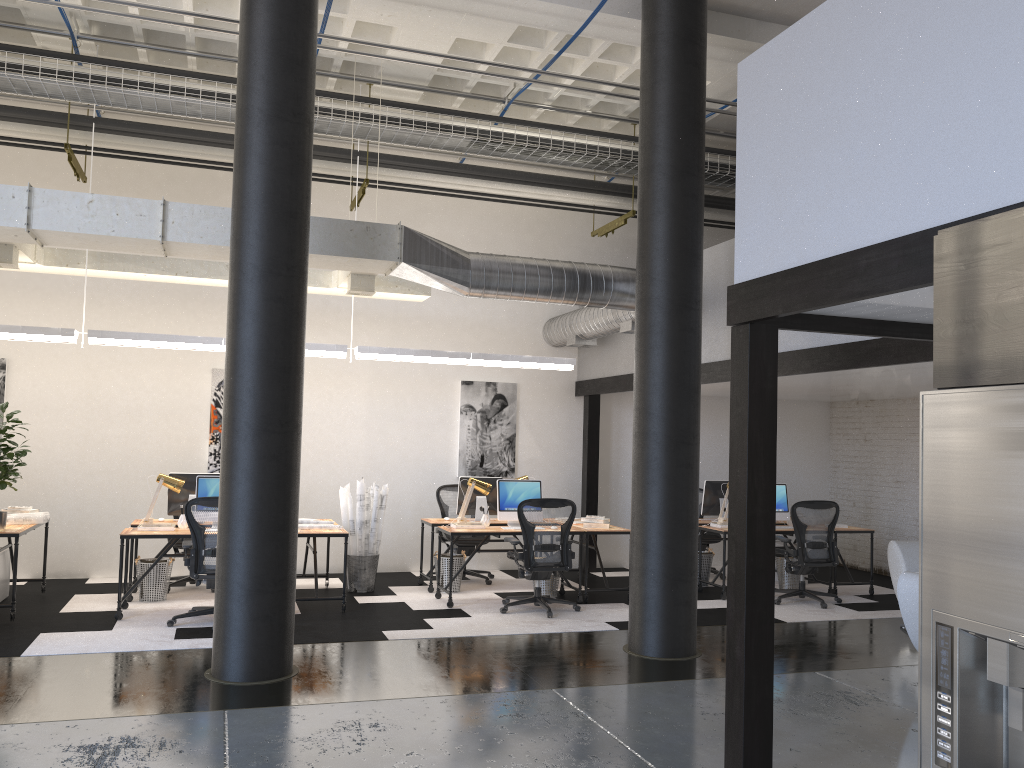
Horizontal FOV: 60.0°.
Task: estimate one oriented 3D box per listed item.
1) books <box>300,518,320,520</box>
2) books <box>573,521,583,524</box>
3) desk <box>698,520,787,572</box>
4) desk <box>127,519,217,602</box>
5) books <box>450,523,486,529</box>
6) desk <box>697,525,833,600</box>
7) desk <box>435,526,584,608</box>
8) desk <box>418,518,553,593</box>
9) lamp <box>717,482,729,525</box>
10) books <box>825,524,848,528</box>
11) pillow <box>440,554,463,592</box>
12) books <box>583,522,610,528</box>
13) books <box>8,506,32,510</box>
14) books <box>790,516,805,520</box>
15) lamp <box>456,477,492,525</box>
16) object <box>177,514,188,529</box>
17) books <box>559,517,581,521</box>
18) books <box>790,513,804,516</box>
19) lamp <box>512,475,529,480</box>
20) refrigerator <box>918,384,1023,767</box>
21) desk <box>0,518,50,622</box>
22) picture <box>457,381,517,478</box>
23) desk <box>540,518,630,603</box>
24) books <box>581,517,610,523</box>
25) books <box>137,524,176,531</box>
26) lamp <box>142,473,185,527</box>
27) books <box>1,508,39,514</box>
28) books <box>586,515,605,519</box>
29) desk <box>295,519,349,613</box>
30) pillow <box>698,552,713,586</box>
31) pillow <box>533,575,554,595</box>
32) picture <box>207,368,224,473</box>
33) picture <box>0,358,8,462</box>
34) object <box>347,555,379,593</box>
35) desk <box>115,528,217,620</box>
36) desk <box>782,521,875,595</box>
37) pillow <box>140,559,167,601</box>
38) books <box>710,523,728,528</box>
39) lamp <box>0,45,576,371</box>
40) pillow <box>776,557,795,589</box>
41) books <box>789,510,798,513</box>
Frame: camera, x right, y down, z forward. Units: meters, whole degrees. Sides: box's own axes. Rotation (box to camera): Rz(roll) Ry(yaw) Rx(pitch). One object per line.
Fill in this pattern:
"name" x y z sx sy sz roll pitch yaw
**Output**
"books" -2.137 1.402 9.148 0.205 0.019 0.243 0 -4 19
"books" 0.708 1.515 9.701 0.243 0.019 0.205 5 -5 -41
"desk" 2.529 1.991 10.559 1.401 0.724 0.530 3 -3 -18
"desk" -3.017 1.723 8.760 1.401 0.724 0.530 3 -3 -18
"books" -0.442 1.420 8.880 0.309 0.038 0.226 3 -4 -18
"desk" 2.788 1.947 9.753 1.401 0.724 0.530 3 -3 -18
"desk" -0.021 1.815 8.898 1.401 0.724 0.530 3 -3 -18
"desk" -0.280 1.859 9.704 1.401 0.724 0.530 3 -3 -18
"lamp" 2.431 1.302 9.736 0.344 0.469 0.126 3 -3 -18
"books" 3.719 1.626 10.169 0.235 0.024 0.200 1 -4 15
"pillow" -0.640 1.982 9.286 0.239 0.406 0.120 3 -3 -18
"books" 0.891 1.481 9.330 0.271 0.050 0.200 1 -4 9
"books" -4.621 1.164 8.329 0.185 0.030 0.153 3 -4 -20
"books" 3.479 1.658 10.980 0.271 0.050 0.200 3 -4 -21
"lamp" -0.378 1.170 8.881 0.344 0.469 0.126 3 -3 -18
"object" -3.008 1.258 8.119 0.101 0.126 0.101 0 -3 27
"books" 0.640 1.532 10.042 0.200 0.024 0.235 5 -5 -45
"books" 3.459 1.611 10.999 0.257 0.044 0.193 2 -4 -1
"lamp" 0.112 1.241 9.781 0.344 0.469 0.128 3 -3 -18
"refrigerator" 1.462 0.896 1.902 0.821 1.771 0.853 3 -3 -18
"desk" -4.505 1.600 7.808 0.529 0.724 1.402 3 -4 -18
"picture" -0.304 0.565 11.001 0.731 1.182 0.049 3 -3 -18
"desk" 0.770 1.882 9.609 0.529 0.724 1.402 3 -4 -18
"books" 0.883 1.435 9.358 0.257 0.044 0.193 0 -4 29
"books" -3.178 1.284 7.935 0.309 0.038 0.226 3 -4 -18
"lamp" -3.115 1.034 7.937 0.344 0.469 0.128 3 -3 -18
"books" -4.626 1.197 8.342 0.257 0.044 0.193 2 -4 -1
"books" 0.879 1.403 9.345 0.185 0.030 0.153 1 -4 10
"desk" -1.967 1.746 8.665 0.529 0.724 1.402 3 -4 -18
"pillow" 2.169 2.114 10.142 0.239 0.406 0.120 3 -3 -18
"pillow" 0.330 2.010 9.300 0.239 0.406 0.120 3 -3 -18
"picture" -3.057 0.432 10.098 0.731 1.182 0.049 3 -3 -18
"picture" -5.700 0.303 9.231 0.731 1.182 0.049 3 -3 -18
"object" -1.567 1.970 9.243 0.353 0.398 0.353 0 -4 27
"desk" -2.758 1.679 7.954 1.401 0.724 0.530 3 -3 -18
"desk" 3.579 2.014 10.464 0.529 0.724 1.402 3 -4 -18
"pillow" -3.377 1.846 8.342 0.239 0.406 0.120 3 -3 -18
"books" 2.367 1.552 9.735 0.309 0.038 0.226 3 -4 -18
"lamp" -2.767 -1.700 8.656 7.303 2.862 0.226 3 -3 -18
"pillow" 3.139 2.142 10.155 0.239 0.406 0.120 3 -3 -18
"books" 3.463 1.579 10.985 0.185 0.030 0.153 3 -4 -20
